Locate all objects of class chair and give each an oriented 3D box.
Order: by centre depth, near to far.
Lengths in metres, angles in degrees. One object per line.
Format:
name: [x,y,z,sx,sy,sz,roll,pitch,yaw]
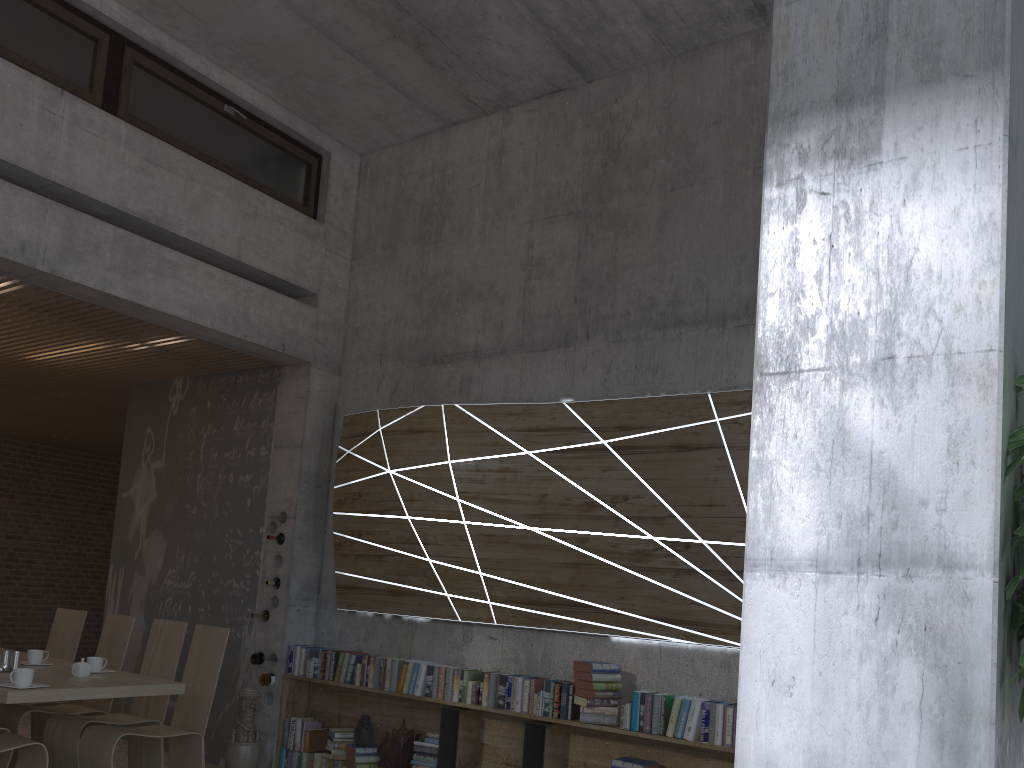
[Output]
chair: [-2.815,1.822,4.504,0.349,1.173,0.734,-1,-9,39]
chair: [-3.194,1.877,4.846,0.349,1.173,0.734,-1,-9,40]
chair: [-2.200,2.080,5.384,0.349,1.173,0.735,0,-9,35]
chair: [-2.587,2.132,5.714,0.349,1.172,0.735,1,-8,31]
chair: [-3.048,2.152,5.938,0.349,1.173,0.735,0,-9,35]
chair: [-3.497,2.177,6.180,0.349,1.172,0.736,1,-8,29]

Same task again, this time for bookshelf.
bookshelf: [0.474,2.454,5.325,5.337,0.788,0.308,-5,-11,35]

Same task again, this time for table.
table: [-4.347,2.250,6.165,5.202,0.905,1.032,-5,-14,35]

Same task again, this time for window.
window: [-3.976,-2.572,3.730,0.113,0.595,8.614,0,-13,35]

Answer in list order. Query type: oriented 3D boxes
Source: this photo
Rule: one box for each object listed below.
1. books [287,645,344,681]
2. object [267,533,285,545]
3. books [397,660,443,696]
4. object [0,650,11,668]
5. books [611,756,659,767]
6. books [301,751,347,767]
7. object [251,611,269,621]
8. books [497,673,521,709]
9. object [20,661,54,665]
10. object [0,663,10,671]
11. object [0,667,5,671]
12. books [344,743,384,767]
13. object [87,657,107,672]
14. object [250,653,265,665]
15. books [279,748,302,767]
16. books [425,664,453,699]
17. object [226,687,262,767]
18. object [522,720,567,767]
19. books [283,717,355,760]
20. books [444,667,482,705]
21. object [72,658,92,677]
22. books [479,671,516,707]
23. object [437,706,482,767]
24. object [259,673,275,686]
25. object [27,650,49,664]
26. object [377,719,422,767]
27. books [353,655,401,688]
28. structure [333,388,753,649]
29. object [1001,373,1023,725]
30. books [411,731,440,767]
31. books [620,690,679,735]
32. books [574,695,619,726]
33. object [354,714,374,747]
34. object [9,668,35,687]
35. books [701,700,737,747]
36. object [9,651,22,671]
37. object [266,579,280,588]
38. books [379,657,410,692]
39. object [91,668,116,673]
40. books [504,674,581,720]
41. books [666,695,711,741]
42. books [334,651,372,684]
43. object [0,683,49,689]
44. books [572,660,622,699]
books: [-1.484,2.136,6.723,0.491,0.216,0.219,-4,-13,35]
object: [-1.806,1.234,6.968,0.090,0.088,0.342,-2,-14,35]
books: [-0.647,2.047,6.111,0.250,0.224,0.193,-3,-11,35]
object: [-2.939,1.603,5.088,0.052,0.107,0.053,5,-7,-9]
books: [0.728,2.291,5.136,0.239,0.158,0.193,-4,-13,35]
books: [-1.337,2.876,6.537,0.495,0.233,0.247,-4,-13,35]
object: [-1.927,1.842,6.966,0.095,0.093,0.345,-2,-14,35]
books: [-0.019,2.004,5.719,0.055,0.217,0.193,0,-10,35]
object: [-3.009,1.765,5.536,0.188,0.013,0.186,16,-18,-40]
object: [-2.908,1.624,5.032,0.052,0.044,0.051,11,-12,-36]
object: [-2.930,1.633,5.020,0.050,0.019,0.052,0,-13,18]
books: [-1.053,2.697,6.281,0.249,0.206,0.191,11,-11,-33]
object: [-2.553,1.720,5.376,0.093,0.086,0.119,4,-11,0]
object: [-1.931,2.199,7.019,0.090,0.088,0.342,-2,-14,35]
books: [-1.668,2.909,6.733,0.274,0.216,0.208,-3,-12,35]
books: [-0.485,2.038,5.995,0.156,0.217,0.157,-2,-10,35]
object: [-2.030,2.659,6.670,0.249,0.670,0.275,4,-6,-2]
object: [0.189,2.519,5.534,0.152,0.746,0.277,0,-7,35]
books: [-1.410,2.677,6.612,0.719,0.257,0.306,-6,-15,40]
books: [-0.306,2.022,5.872,0.277,0.216,0.173,-4,-11,36]
object: [-2.502,1.651,5.101,0.089,0.109,0.125,0,-11,26]
books: [-0.101,2.015,5.785,0.155,0.216,0.208,-1,-11,35]
object: [-0.368,2.573,5.924,0.152,0.746,0.277,0,-7,35]
object: [-1.825,2.312,6.872,0.095,0.093,0.345,-2,-14,35]
object: [-3.009,1.729,5.548,0.093,0.086,0.120,3,-11,9]
object: [-0.786,2.659,6.214,0.344,0.558,0.199,5,-6,-5]
books: [-0.989,2.088,6.380,0.279,0.216,0.213,-3,-12,33]
structure: [0.025,0.859,5.854,3.421,1.506,0.365,-5,-10,35]
object: [1.233,0.661,1.363,1.000,1.830,0.986,4,-7,2]
books: [-0.537,2.549,6.019,0.252,0.317,0.222,-2,-10,37]
books: [0.797,1.908,5.110,0.279,0.216,0.213,-3,-12,33]
books: [0.515,1.962,5.275,0.285,0.147,0.226,6,-11,-7]
object: [-1.060,2.482,6.289,0.145,0.225,0.138,-1,-9,32]
object: [-2.508,1.507,4.493,0.093,0.086,0.119,6,-11,-10]
books: [1.295,1.869,4.776,0.491,0.216,0.219,-4,-13,35]
object: [-2.881,1.606,5.088,0.052,0.110,0.053,5,-7,-9]
object: [-1.810,1.588,6.967,0.093,0.091,0.354,-2,-14,35]
books: [-0.825,2.064,6.236,0.156,0.216,0.193,-2,-11,35]
object: [-2.552,1.757,5.364,0.186,0.013,0.189,-6,-17,37]
books: [0.207,1.975,5.537,0.491,0.216,0.219,-4,-13,35]
books: [1.000,1.885,4.956,0.200,0.224,0.193,-2,-11,35]
books: [-1.185,2.109,6.530,0.200,0.224,0.193,-2,-11,35]
object: [-2.514,1.551,4.502,0.185,0.013,0.190,-1,-15,21]
books: [0.516,1.786,5.293,0.249,0.206,0.191,11,-11,-33]
